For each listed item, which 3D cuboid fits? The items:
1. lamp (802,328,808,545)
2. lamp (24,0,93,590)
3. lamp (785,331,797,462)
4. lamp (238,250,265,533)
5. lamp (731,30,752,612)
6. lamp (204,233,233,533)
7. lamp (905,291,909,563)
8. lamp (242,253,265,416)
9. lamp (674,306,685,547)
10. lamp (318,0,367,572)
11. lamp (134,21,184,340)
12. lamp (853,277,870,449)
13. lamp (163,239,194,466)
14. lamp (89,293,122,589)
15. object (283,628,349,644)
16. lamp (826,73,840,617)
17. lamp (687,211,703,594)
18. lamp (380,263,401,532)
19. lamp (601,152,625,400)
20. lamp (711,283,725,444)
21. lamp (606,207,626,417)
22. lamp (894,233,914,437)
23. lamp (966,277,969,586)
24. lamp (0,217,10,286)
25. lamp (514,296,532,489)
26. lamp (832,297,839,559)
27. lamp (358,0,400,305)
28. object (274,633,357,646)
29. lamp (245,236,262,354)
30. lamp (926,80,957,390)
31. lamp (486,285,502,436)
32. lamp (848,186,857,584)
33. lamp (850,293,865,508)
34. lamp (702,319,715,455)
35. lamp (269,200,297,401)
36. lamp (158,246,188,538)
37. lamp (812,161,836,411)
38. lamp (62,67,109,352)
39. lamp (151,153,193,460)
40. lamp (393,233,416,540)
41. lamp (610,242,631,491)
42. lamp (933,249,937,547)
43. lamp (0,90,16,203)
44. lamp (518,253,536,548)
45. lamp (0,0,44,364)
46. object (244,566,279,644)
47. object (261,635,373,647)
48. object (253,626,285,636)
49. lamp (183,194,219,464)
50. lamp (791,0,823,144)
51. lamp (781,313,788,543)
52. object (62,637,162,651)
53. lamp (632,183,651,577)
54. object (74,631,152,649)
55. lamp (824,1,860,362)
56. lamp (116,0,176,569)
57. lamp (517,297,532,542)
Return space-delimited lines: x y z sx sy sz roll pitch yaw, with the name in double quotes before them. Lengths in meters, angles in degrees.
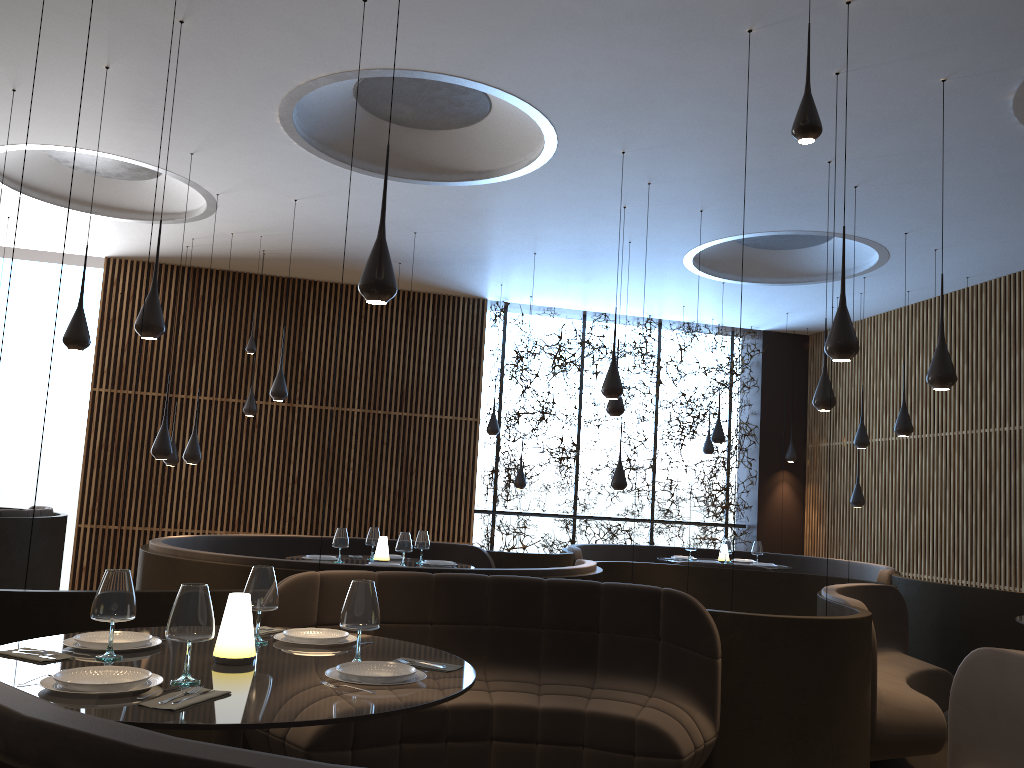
"lamp" 4.743 2.181 14.452 0.196 6.259 0.196 2 -6 12
"lamp" -2.356 0.424 4.415 0.196 6.259 0.196 7 -7 -28
"lamp" 4.726 0.203 14.935 0.196 2.218 0.196 2 -6 12
"lamp" -3.519 1.313 11.584 0.196 6.259 0.196 4 -6 -5
"lamp" 1.381 0.787 5.494 0.196 6.259 0.196 1 -7 22
"lamp" -3.714 1.206 10.866 0.196 6.259 0.196 2 -6 15
"lamp" 5.214 1.846 11.741 0.196 6.259 0.196 3 -6 2
"lamp" -3.439 -0.674 11.956 0.196 2.218 0.196 2 -6 12
"lamp" 2.477 1.907 13.392 0.196 6.259 0.196 2 -6 12
"lamp" -1.134 0.627 5.398 0.196 6.259 0.196 1 -7 22
"lamp" -2.350 -1.404 6.015 0.196 2.218 0.196 5 -6 -18
"lamp" 4.514 -0.282 11.399 0.196 2.218 0.196 7 -7 -28
"lamp" -4.242 -0.426 11.395 0.196 2.953 0.196 7 -7 -28
"lamp" -5.471 1.879 11.656 0.196 6.259 0.196 8 -8 -38
"object" -0.791 1.019 3.578 0.263 0.029 0.264 0 -8 24
"lamp" 2.134 0.896 5.982 0.196 6.259 0.196 1 -7 22
"lamp" 1.815 1.283 9.016 0.196 6.259 0.196 1 -7 22
"lamp" -1.718 1.451 11.822 0.196 6.259 0.196 8 -8 -38
"lamp" 0.932 -0.970 7.817 0.196 2.218 0.196 1 -7 22
"lamp" 2.842 -0.290 12.074 0.196 2.218 0.196 7 -7 -28
"lamp" 1.127 -0.763 9.252 0.196 2.218 0.196 1 -7 22
"lamp" 4.237 -0.543 9.564 0.196 2.218 0.196 7 -7 -28
"lamp" 5.593 1.757 10.909 0.196 6.259 0.196 2 -6 12
"lamp" -6.464 1.026 10.728 0.196 6.259 0.196 8 -8 -38
"lamp" 0.204 0.114 13.491 0.196 2.953 0.196 1 -7 22
"lamp" 4.453 1.875 12.290 0.196 6.259 0.196 3 -6 2
"lamp" -0.606 -1.503 4.503 0.196 2.218 0.196 0 -7 32
"object" -0.792 1.029 3.577 0.332 0.014 0.333 0 -8 21
"lamp" -3.226 -1.127 11.169 0.133 1.504 0.133 5 -6 -18
"lamp" 3.014 -1.064 6.205 0.196 2.218 0.196 1 -7 22
"lamp" -0.216 -0.356 12.921 0.196 2.218 0.196 1 -7 22
"lamp" 3.082 1.234 8.091 0.196 6.259 0.196 3 -6 2
"lamp" 4.767 0.205 12.167 0.196 2.953 0.196 7 -7 -28
"lamp" 3.219 0.040 14.372 0.196 2.218 0.196 2 -6 12
"lamp" -2.447 -0.921 9.642 0.196 2.218 0.196 5 -6 -18
"lamp" -4.553 1.255 11.605 0.196 6.259 0.196 4 -6 -5
"lamp" 2.756 -0.871 7.760 0.196 2.218 0.196 1 -7 22
"lamp" -3.203 -1.351 6.756 0.196 2.218 0.196 4 -6 -8
"lamp" -3.183 -0.762 8.419 0.196 2.953 0.196 -2 -8 42
"lamp" -1.352 1.280 10.383 0.196 6.259 0.196 0 -7 32
"lamp" 1.322 -0.229 10.433 0.196 2.953 0.196 5 -6 -18
"lamp" 4.686 1.564 9.858 0.196 6.259 0.196 3 -6 2
"lamp" -4.332 0.660 7.053 0.196 6.259 0.196 4 -6 -8
"lamp" 0.111 1.445 10.975 0.196 6.259 0.196 0 -7 32
"lamp" -2.828 0.445 4.779 0.196 6.259 0.196 7 -7 -28
"object" -0.991 0.867 3.488 0.142 0.294 0.142 5 -7 -14
"object" -0.787 1.030 3.576 0.410 0.012 0.205 1 -8 17
"object" -1.067 1.036 3.701 0.126 0.017 0.263 0 -8 21
"lamp" -3.317 -0.615 9.577 0.196 2.953 0.196 0 -7 32
"lamp" 1.346 -1.820 3.999 0.133 1.504 0.133 5 -6 -18
"lamp" 4.091 2.006 13.432 0.196 6.259 0.196 2 -6 12
"object" -1.450 0.943 3.221 0.332 0.014 0.332 5 -8 -12
"lamp" 1.157 1.152 8.322 0.196 6.259 0.196 1 -7 22
"object" -1.449 0.933 3.222 0.263 0.029 0.264 5 -8 -9
"lamp" 1.999 -1.238 5.319 0.196 2.218 0.196 1 -7 22
"lamp" -2.245 0.530 5.161 0.196 6.259 0.196 2 -6 12
"lamp" 0.115 1.762 13.345 0.196 6.259 0.196 2 -6 12
